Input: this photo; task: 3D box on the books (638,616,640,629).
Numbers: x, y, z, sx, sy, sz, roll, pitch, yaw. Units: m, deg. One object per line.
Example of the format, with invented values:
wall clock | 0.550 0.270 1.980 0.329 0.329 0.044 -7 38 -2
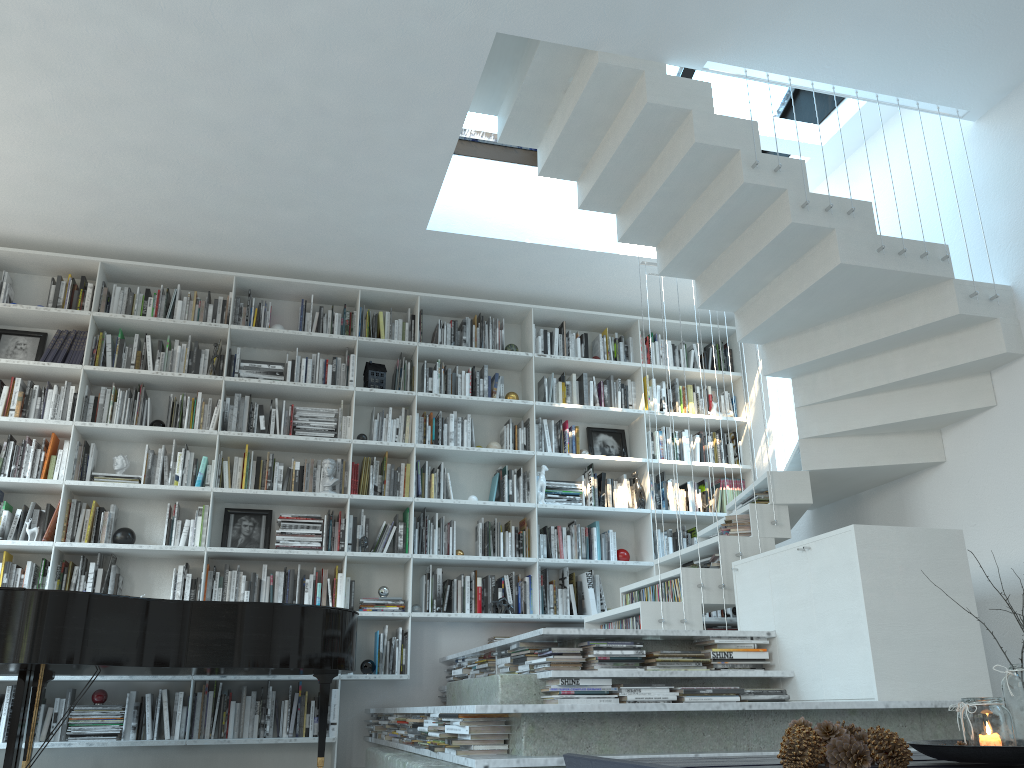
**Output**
books | 0.724 1.279 4.646 0.125 0.125 0.007 5 -20 -15

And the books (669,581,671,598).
books | 0.889 1.097 4.658 0.125 0.125 0.008 5 -20 -15

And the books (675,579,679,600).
books | 0.911 1.071 4.583 0.125 0.123 0.034 5 -20 -15

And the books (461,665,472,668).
books | -0.227 1.732 5.417 0.143 0.012 0.265 3 -20 -10

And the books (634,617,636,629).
books | 0.711 1.296 4.692 0.125 0.125 0.008 5 -20 -15

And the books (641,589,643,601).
books | 0.791 1.223 4.998 0.125 0.125 0.012 5 -20 -15

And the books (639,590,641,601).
books | 0.784 1.231 5.020 0.125 0.125 0.008 5 -20 -15

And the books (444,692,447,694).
books | -0.349 1.971 5.656 0.152 0.015 0.208 3 -20 -10

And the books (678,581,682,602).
books | 0.919 1.061 4.555 0.125 0.123 0.034 5 -20 -15

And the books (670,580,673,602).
books | 0.893 1.092 4.645 0.125 0.125 0.007 5 -20 -15

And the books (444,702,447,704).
books | -0.338 2.027 5.639 0.147 0.014 0.293 5 -21 -15

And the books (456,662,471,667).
books | -0.228 1.718 5.422 0.163 0.018 0.291 5 -21 -15

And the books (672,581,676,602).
books | 0.898 1.086 4.629 0.125 0.125 0.011 5 -20 -15

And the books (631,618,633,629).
books | 0.700 1.310 4.730 0.125 0.125 0.007 5 -20 -15

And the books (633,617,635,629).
books | 0.706 1.302 4.707 0.125 0.125 0.011 5 -20 -15

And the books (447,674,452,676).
books | -0.304 1.861 5.671 0.156 0.009 0.288 6 -21 -16

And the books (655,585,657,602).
books | 0.840 1.160 4.827 0.125 0.125 0.009 5 -20 -15

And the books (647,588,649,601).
books | 0.813 1.194 4.921 0.125 0.125 0.007 5 -20 -15

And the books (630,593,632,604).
books | 0.749 1.276 5.140 0.125 0.125 0.008 5 -20 -15

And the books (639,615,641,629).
books | 0.728 1.274 4.632 0.125 0.125 0.008 5 -20 -15

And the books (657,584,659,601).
books | 0.849 1.148 4.796 0.125 0.125 0.009 5 -20 -15

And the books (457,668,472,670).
books | -0.233 1.740 5.413 0.171 0.007 0.207 4 -21 -13

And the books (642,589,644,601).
books | 0.796 1.217 4.981 0.125 0.125 0.009 5 -20 -15

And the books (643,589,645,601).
books | 0.798 1.213 4.972 0.125 0.125 0.007 5 -20 -15

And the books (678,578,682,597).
books | 0.921 1.058 4.548 0.125 0.122 0.036 5 -20 -15

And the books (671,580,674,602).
books | 0.895 1.090 4.638 0.125 0.125 0.008 5 -20 -15

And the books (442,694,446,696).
books | -0.351 1.982 5.652 0.159 0.009 0.211 3 -21 -11

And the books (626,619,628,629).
books | 0.681 1.334 4.794 0.125 0.125 0.008 5 -20 -15

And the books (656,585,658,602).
books | 0.843 1.156 4.817 0.125 0.125 0.016 5 -20 -15

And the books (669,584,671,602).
books | 0.887 1.100 4.665 0.125 0.125 0.008 5 -20 -15

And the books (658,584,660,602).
books | 0.851 1.146 4.789 0.125 0.125 0.007 5 -20 -15

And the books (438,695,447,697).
books | -0.358 1.988 5.647 0.184 0.006 0.263 4 -21 -14

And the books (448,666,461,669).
books | -0.307 1.821 5.684 0.167 0.008 0.235 5 -21 -15

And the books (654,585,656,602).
books | 0.838 1.163 4.836 0.125 0.125 0.011 5 -20 -15

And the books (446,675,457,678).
books | -0.310 1.870 5.665 0.179 0.012 0.262 5 -21 -15

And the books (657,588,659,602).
books | 0.847 1.151 4.804 0.125 0.125 0.013 5 -20 -15

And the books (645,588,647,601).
books | 0.807 1.203 4.942 0.125 0.125 0.010 5 -20 -15

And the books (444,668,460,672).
books | -0.317 1.831 5.677 0.171 0.015 0.253 7 -21 -19

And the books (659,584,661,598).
books | 0.857 1.139 4.771 0.125 0.125 0.018 5 -20 -15

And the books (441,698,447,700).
books | -0.346 2.003 5.645 0.159 0.012 0.279 5 -21 -15

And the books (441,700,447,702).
books | -0.349 2.014 5.641 0.170 0.012 0.216 5 -21 -15

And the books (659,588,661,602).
books | 0.854 1.142 4.780 0.125 0.125 0.012 5 -20 -15

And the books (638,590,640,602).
books | 0.780 1.236 5.034 0.125 0.125 0.007 5 -20 -15

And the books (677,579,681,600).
books | 0.917 1.063 4.562 0.125 0.123 0.035 5 -20 -15

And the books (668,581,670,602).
books | 0.885 1.103 4.673 0.125 0.125 0.010 5 -20 -15

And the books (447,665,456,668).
books | -0.307 1.812 5.687 0.159 0.011 0.247 6 -21 -17

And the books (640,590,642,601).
books | 0.788 1.227 5.008 0.125 0.125 0.008 5 -20 -15

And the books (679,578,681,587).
books | 0.923 1.055 4.540 0.125 0.123 0.034 5 -20 -15

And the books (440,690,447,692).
books | -0.355 1.959 5.658 0.174 0.009 0.241 4 -21 -13

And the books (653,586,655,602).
books | 0.835 1.167 4.846 0.125 0.125 0.009 5 -20 -15

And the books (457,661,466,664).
books | -0.227 1.706 5.427 0.159 0.007 0.286 5 -21 -15

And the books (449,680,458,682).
books | -0.306 1.900 5.656 0.163 0.017 0.233 4 -21 -13

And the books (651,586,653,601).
books | 0.828 1.176 4.871 0.125 0.125 0.007 5 -20 -15

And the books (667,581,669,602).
books | 0.881 1.108 4.687 0.125 0.125 0.009 5 -20 -15

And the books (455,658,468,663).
books | -0.238 1.693 5.428 0.171 0.020 0.194 7 -21 -19

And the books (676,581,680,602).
books | 0.913 1.068 4.576 0.125 0.123 0.035 5 -20 -15

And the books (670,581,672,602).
books | 0.891 1.095 4.651 0.125 0.125 0.008 5 -20 -15

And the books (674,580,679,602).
books | 0.909 1.073 4.590 0.125 0.123 0.034 5 -20 -15

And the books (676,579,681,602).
books | 0.915 1.066 4.569 0.125 0.122 0.036 5 -20 -15
